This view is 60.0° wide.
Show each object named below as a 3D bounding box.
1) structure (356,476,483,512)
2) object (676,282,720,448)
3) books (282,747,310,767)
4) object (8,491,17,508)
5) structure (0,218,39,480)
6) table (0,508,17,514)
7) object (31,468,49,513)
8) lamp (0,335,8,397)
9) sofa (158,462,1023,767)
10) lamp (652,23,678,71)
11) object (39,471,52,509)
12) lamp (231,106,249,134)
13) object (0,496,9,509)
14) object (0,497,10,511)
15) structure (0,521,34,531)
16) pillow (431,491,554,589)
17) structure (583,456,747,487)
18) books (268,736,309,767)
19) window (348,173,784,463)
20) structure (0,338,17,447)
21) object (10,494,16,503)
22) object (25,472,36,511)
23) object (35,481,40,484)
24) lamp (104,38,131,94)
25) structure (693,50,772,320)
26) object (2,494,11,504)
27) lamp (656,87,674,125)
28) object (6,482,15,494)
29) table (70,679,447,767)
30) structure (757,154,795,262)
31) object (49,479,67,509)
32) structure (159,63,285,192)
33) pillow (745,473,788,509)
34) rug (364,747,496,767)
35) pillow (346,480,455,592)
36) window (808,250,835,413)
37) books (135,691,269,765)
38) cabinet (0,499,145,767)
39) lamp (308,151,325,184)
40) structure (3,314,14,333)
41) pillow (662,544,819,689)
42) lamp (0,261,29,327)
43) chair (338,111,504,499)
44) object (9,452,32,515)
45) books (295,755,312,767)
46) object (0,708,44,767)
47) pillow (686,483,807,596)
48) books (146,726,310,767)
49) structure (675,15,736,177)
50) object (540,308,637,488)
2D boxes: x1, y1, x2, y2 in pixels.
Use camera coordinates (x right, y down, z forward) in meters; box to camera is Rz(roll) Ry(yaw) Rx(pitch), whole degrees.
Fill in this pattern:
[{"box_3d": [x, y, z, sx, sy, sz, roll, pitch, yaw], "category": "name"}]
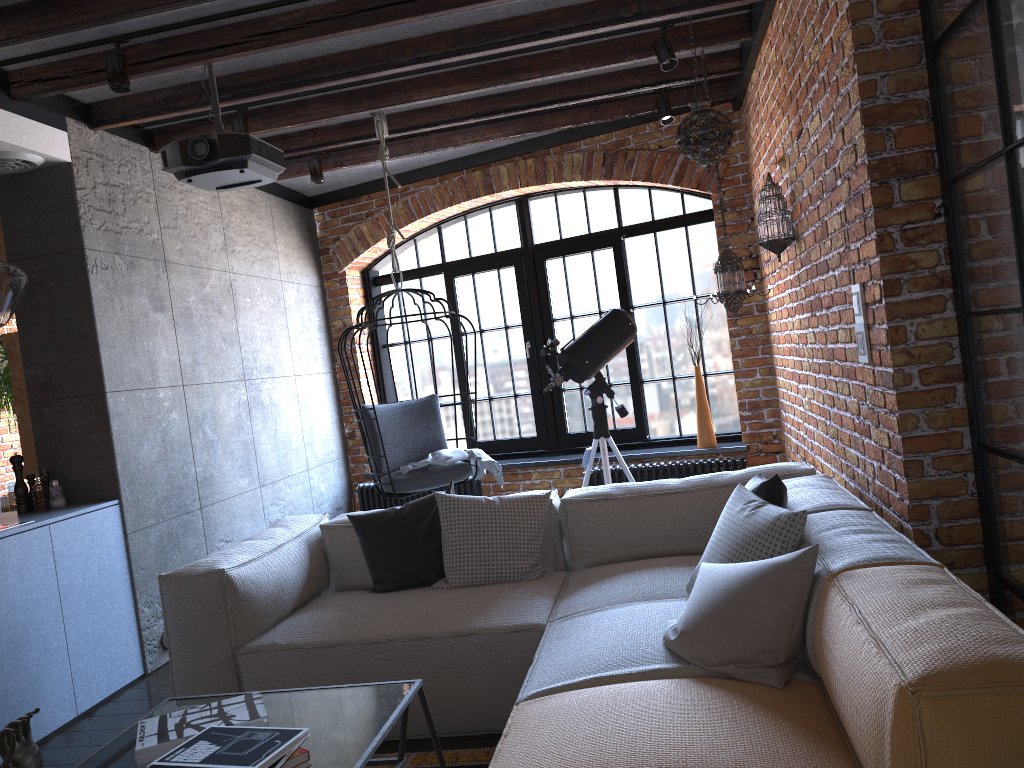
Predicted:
[{"box_3d": [-0.668, 0.938, 6.511, 1.115, 0.476, 0.106, -7, 2, 27], "category": "structure"}, {"box_3d": [1.215, -0.113, 5.692, 0.270, 1.054, 0.299, -7, 2, 30], "category": "object"}, {"box_3d": [-0.577, 0.802, 1.885, 0.239, 0.023, 0.190, -6, 2, 44], "category": "books"}, {"box_3d": [-3.174, 0.736, 5.649, 0.061, 0.099, 0.061, -9, 2, -42], "category": "object"}, {"box_3d": [-2.132, 0.038, 5.743, 0.206, 2.382, 2.828, -7, 1, 10], "category": "structure"}, {"box_3d": [-3.208, 1.165, 5.582, 0.905, 0.737, 1.887, -7, 1, 10], "category": "table"}, {"box_3d": [-2.149, 0.485, 4.050, 0.080, 0.192, 0.058, -9, 2, -39], "category": "object"}, {"box_3d": [-3.404, -0.556, 5.714, 0.465, 1.267, 1.257, -7, 2, 10], "category": "lamp"}, {"box_3d": [-0.127, 0.870, 2.360, 2.536, 0.697, 3.299, -7, 1, 9], "category": "sofa"}, {"box_3d": [0.722, -1.588, 4.205, 0.090, 0.208, 0.134, -8, 2, -23], "category": "lamp"}, {"box_3d": [-2.167, 0.492, 4.131, 0.048, 0.180, 0.048, -8, 2, -7], "category": "object"}, {"box_3d": [-1.402, -1.322, 4.584, 0.083, 0.188, 0.116, -8, 2, -27], "category": "lamp"}, {"box_3d": [-3.263, 0.760, 5.701, 0.060, 0.073, 0.060, -6, 2, 41], "category": "object"}, {"box_3d": [-3.162, 0.747, 5.534, 0.049, 0.080, 0.049, -8, 2, -6], "category": "object"}, {"box_3d": [-2.278, 0.625, 3.326, 0.504, 0.057, 0.763, -7, 1, 10], "category": "structure"}, {"box_3d": [-0.078, 0.593, 3.515, 0.543, 0.402, 0.250, -8, 2, -8], "category": "pillow"}, {"box_3d": [0.991, 0.736, 5.663, 1.115, 0.476, 0.106, -7, 2, 27], "category": "structure"}, {"box_3d": [-0.592, 0.786, 1.868, 0.268, 0.014, 0.196, -7, 1, 9], "category": "books"}, {"box_3d": [0.196, -0.435, 6.507, 3.294, 2.233, 0.177, -7, 2, 27], "category": "window"}, {"box_3d": [-2.449, 0.017, 4.585, 0.422, 0.620, 0.570, -7, 2, 29], "category": "structure"}, {"box_3d": [-3.249, 0.756, 5.804, 0.060, 0.073, 0.060, -6, 2, 41], "category": "object"}, {"box_3d": [-2.231, 0.500, 4.128, 0.048, 0.180, 0.048, -9, 2, -30], "category": "object"}, {"box_3d": [-3.060, 0.698, 5.736, 0.086, 0.140, 0.086, -8, 2, 0], "category": "object"}, {"box_3d": [-1.573, -1.278, 3.571, 0.119, 0.184, 0.082, -7, 2, 6], "category": "lamp"}, {"box_3d": [1.034, -1.033, 4.463, 0.389, 1.437, 0.338, -7, 2, 10], "category": "structure"}, {"box_3d": [-3.312, 0.764, 5.821, 0.060, 0.073, 0.060, -6, 2, 41], "category": "object"}, {"box_3d": [0.902, -1.637, 5.249, 0.093, 0.208, 0.134, -8, 2, -14], "category": "lamp"}, {"box_3d": [-3.290, 0.687, 5.839, 0.060, 0.073, 0.060, -8, 2, -13], "category": "object"}, {"box_3d": [-0.651, 1.057, 2.095, 0.842, 0.389, 0.848, -7, 1, 10], "category": "table"}, {"box_3d": [1.189, -0.794, 4.037, 0.169, 0.482, 0.169, -7, 2, 10], "category": "structure"}, {"box_3d": [-2.101, 0.506, 4.092, 0.069, 0.135, 0.069, -8, 2, -10], "category": "object"}, {"box_3d": [-1.281, -1.277, 3.837, 0.409, 0.816, 0.463, -7, 2, 10], "category": "structure"}, {"box_3d": [0.807, 0.482, 3.017, 0.263, 0.400, 0.510, -8, 1, 4], "category": "pillow"}, {"box_3d": [-0.912, 1.310, 1.815, 1.432, 0.013, 2.363, -7, 1, 10], "category": "rug"}, {"box_3d": [-0.405, 0.622, 3.598, 0.538, 0.417, 0.238, -8, 2, -1], "category": "pillow"}, {"box_3d": [3.272, -0.805, 4.689, 3.294, 2.233, 0.177, -7, 2, 27], "category": "window"}, {"box_3d": [-0.780, 0.861, 2.238, 0.308, 0.038, 0.225, -8, 1, -20], "category": "books"}, {"box_3d": [-2.317, 1.060, 2.745, 0.607, 0.844, 2.959, -7, 1, 10], "category": "cabinet"}, {"box_3d": [-1.226, -1.372, 5.631, 0.121, 0.184, 0.082, -8, 2, 3], "category": "lamp"}, {"box_3d": [-2.559, -0.451, 4.545, 0.570, 0.620, 0.422, -8, 2, -21], "category": "structure"}, {"box_3d": [0.576, 0.573, 2.343, 0.358, 0.314, 0.485, -9, 2, -37], "category": "pillow"}, {"box_3d": [-2.255, -0.606, 3.708, 0.367, 0.747, 0.367, -8, 2, -27], "category": "lamp"}, {"box_3d": [-0.649, -0.428, 5.107, 0.801, 2.221, 0.683, -9, 2, -35], "category": "chair"}, {"box_3d": [-2.249, 0.452, 4.055, 0.061, 0.283, 0.061, -7, 2, 24], "category": "object"}, {"box_3d": [-0.586, 0.826, 1.866, 0.251, 0.023, 0.209, -7, 2, 29], "category": "books"}, {"box_3d": [-1.024, 0.806, 1.863, 0.093, 0.223, 0.099, -9, 2, -40], "category": "object"}, {"box_3d": [0.700, 0.519, 2.693, 0.293, 0.354, 0.495, -8, 1, -5], "category": "pillow"}, {"box_3d": [-0.593, 0.771, 1.868, 0.268, 0.014, 0.196, -7, 1, 21], "category": "books"}, {"box_3d": [0.854, -1.336, 4.061, 0.273, 0.779, 0.265, -9, 2, -41], "category": "structure"}, {"box_3d": [0.474, 0.308, 5.245, 0.570, 1.472, 0.616, -6, 2, 36], "category": "object"}]
